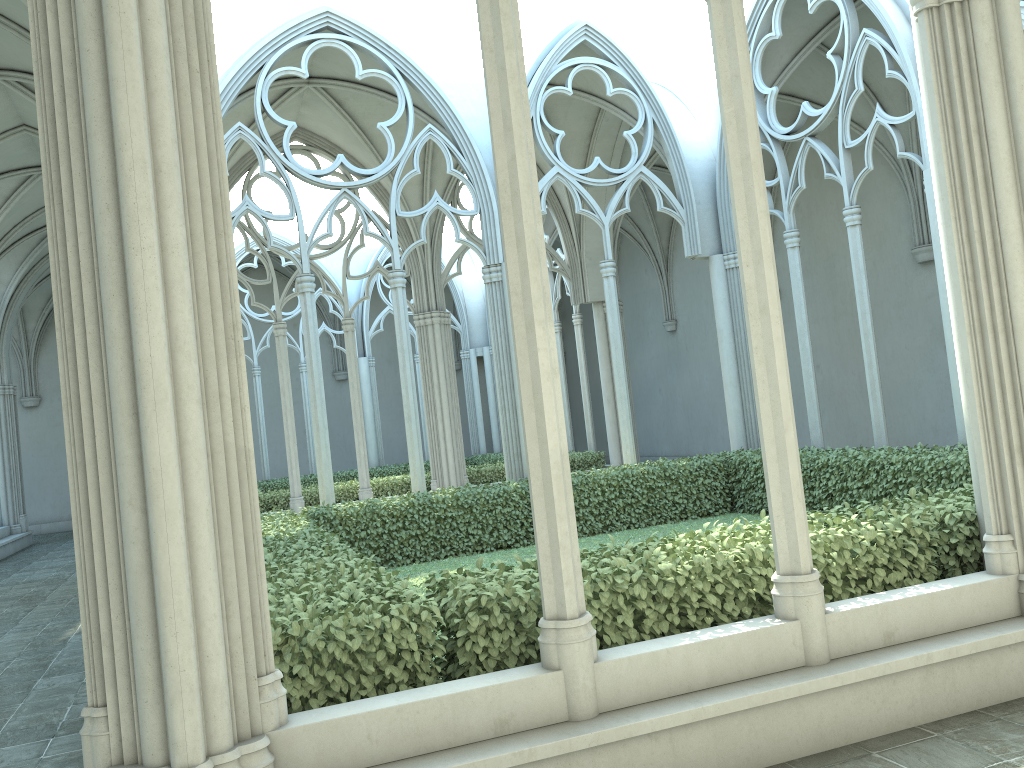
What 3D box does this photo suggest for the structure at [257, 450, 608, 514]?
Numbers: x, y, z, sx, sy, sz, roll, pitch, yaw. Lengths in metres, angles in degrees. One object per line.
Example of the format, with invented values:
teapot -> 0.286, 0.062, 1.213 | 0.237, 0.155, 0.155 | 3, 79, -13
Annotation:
structure -> -2.929, 2.495, 21.274 | 7.995, 0.963, 8.018 | -5, -3, -19

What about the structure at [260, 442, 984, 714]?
structure -> 1.309, 1.469, 8.958 | 7.995, 0.963, 8.018 | -5, -3, -19
